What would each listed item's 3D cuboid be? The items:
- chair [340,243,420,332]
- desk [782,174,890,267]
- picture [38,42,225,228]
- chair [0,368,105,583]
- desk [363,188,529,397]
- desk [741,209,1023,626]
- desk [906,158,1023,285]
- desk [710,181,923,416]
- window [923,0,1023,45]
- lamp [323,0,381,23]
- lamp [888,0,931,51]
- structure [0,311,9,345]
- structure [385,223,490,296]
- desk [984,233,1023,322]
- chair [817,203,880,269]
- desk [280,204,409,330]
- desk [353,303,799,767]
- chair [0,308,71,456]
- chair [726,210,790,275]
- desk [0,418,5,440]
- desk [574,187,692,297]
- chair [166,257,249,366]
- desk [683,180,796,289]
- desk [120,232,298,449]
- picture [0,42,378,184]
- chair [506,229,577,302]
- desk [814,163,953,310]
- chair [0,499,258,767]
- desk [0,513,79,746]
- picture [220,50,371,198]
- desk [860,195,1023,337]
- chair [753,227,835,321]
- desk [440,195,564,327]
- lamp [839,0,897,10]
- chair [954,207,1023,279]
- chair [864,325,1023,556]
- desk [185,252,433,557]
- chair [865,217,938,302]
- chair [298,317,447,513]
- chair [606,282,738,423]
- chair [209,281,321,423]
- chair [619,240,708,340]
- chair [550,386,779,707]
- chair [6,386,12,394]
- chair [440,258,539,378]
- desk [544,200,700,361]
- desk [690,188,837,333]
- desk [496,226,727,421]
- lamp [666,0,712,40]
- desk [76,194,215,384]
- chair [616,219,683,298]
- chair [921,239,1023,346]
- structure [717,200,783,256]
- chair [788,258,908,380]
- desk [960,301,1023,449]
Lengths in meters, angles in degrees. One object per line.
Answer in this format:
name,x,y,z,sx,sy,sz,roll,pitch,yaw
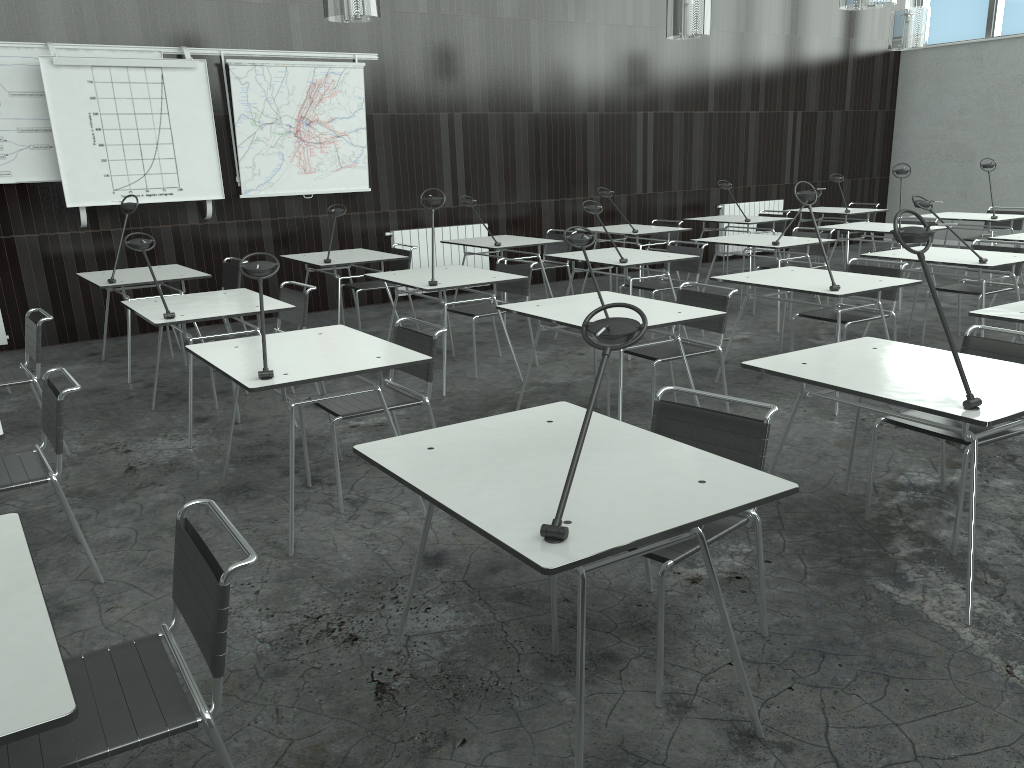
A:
chair,-1.048,-0.825,7.068,0.555,0.765,0.428,-11,19,-29
desk,3.581,-2.005,9.867,0.700,1.153,0.900,-12,19,-31
picture,-2.947,-2.159,6.946,1.191,1.508,0.254,-12,19,-31
chair,-1.718,0.387,2.995,0.555,0.765,0.428,-13,19,-32
desk,-0.427,-0.697,5.571,0.700,1.321,0.900,-12,19,-31
desk,1.331,0.011,2.930,0.700,1.321,0.900,-12,19,-30
desk,4.428,-1.743,8.567,0.700,1.321,0.900,-12,19,-31
desk,1.677,-0.594,4.962,0.700,1.321,0.900,-12,19,-31
window,7.322,-5.674,8.633,0.010,3.041,7.052,-12,19,-31
lamp,-1.060,-3.470,5.493,0.359,1.761,0.350,-12,19,-31
lamp,3.886,-4.533,8.538,0.359,1.761,0.350,-12,19,-31
structure,-4.385,-0.583,6.510,1.129,0.688,0.079,-12,19,-31
structure,-0.713,-1.372,8.771,1.129,0.688,0.079,-12,19,-31
desk,4.116,-1.049,6.526,0.700,1.153,0.900,-12,19,-31
chair,3.829,-1.877,10.085,0.555,0.765,0.428,-12,19,-31
desk,-1.297,-0.953,6.851,0.700,1.153,0.900,-12,19,-31
desk,0.115,0.354,2.200,0.700,1.153,0.900,-12,19,-31
chair,-2.507,0.024,4.335,0.555,0.765,0.428,-13,20,-33
chair,2.605,-1.627,9.375,0.555,0.765,0.428,-13,19,-32
desk,-1.986,0.181,2.748,0.700,1.321,0.900,-12,19,-30
desk,1.133,-1.483,8.375,0.700,1.153,0.900,-12,19,-31
chair,-2.189,-0.596,6.420,0.555,0.765,0.428,-13,19,-32
desk,2.324,-1.745,9.129,0.700,1.153,0.900,-13,19,-32
desk,-1.640,-0.340,4.791,0.700,1.153,0.900,-12,19,-31
picture,-2.779,-2.418,7.122,3.818,1.102,0.050,-12,19,-31
chair,0.264,-1.117,7.912,0.555,0.765,0.428,-13,19,-32
desk,3.236,-1.469,7.772,0.700,1.321,0.900,-12,19,-31
chair,-0.773,0.723,1.727,0.555,0.765,0.428,-12,19,-30
desk,-1.143,0.532,1.444,0.700,1.321,0.900,-12,19,-31
picture,-1.816,-2.472,7.672,1.211,1.342,0.163,-12,19,-31
desk,2.866,-0.792,5.794,0.700,1.153,0.900,-12,19,-31
chair,2.337,-1.027,7.349,0.555,0.765,0.428,-14,20,-35
desk,-0.090,-1.224,7.635,0.700,1.153,0.900,-13,19,-32
lamp,2.324,-3.897,5.572,0.359,2.307,0.350,-12,19,-31
chair,4.789,-1.554,8.861,0.555,0.765,0.428,-13,19,-32
chair,1.652,0.201,3.224,0.555,0.765,0.428,-11,18,-28
desk,-0.823,-0.005,3.546,0.700,1.153,0.900,-12,19,-31
chair,3.524,-1.269,8.035,0.555,0.765,0.428,-15,20,-37
chair,-0.575,0.122,3.764,0.555,0.765,0.428,-12,19,-31
chair,0.815,-0.150,4.527,0.555,0.765,0.428,-11,19,-29
chair,-1.398,-0.220,5.037,0.555,0.765,0.428,-14,20,-34
chair,1.131,-0.768,6.608,0.555,0.765,0.428,-12,19,-31
chair,0.428,0.461,2.479,0.428,0.765,0.555,14,23,43
chair,-3.493,-0.301,5.567,0.555,0.765,0.428,-13,19,-33
chair,-0.139,-0.497,5.834,0.555,0.765,0.428,-14,20,-35
desk,0.772,-0.876,6.337,0.700,1.153,0.900,-12,19,-31
desk,1.985,-1.133,7.070,0.700,1.153,0.900,-13,19,-32
desk,0.454,-0.259,4.260,0.700,1.153,0.900,-12,19,-31
lamp,1.413,-4.002,7.016,0.359,1.761,0.350,-12,19,-31
desk,-2.544,-0.782,6.118,0.700,1.321,0.900,-13,19,-32
chair,1.337,-1.356,8.600,0.555,0.765,0.428,-14,20,-34
chair,3.152,-0.672,6.033,0.555,0.765,0.428,-12,19,-31
structure,2.959,-2.162,11.032,1.129,0.688,0.079,-12,19,-31
chair,1.994,-0.406,5.262,0.555,0.765,0.428,-12,19,-31
desk,2.526,-0.175,3.721,0.700,1.153,0.900,-12,19,-31
